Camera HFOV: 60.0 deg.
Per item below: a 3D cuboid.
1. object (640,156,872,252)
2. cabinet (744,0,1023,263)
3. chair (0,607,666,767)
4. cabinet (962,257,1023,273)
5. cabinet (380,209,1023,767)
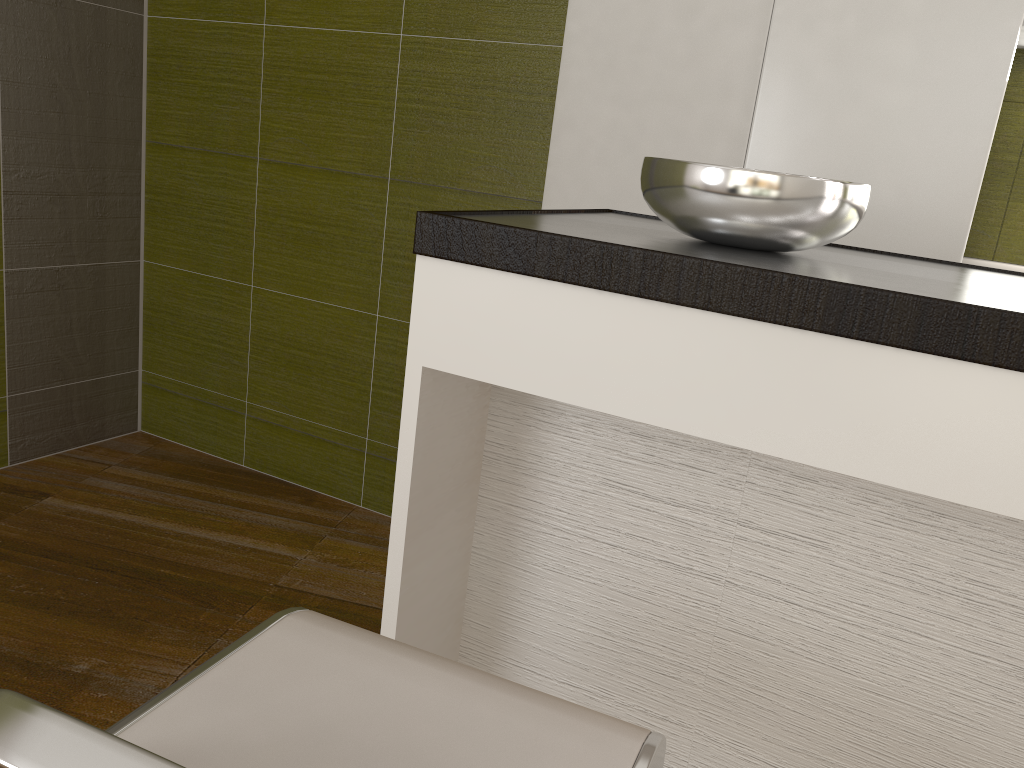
[{"bbox_3d":[0.332,-0.248,1.250,0.311,0.105,0.311,19,19,37],"label":"object"},{"bbox_3d":[2.251,-0.025,1.872,3.471,2.089,0.724,14,16,24],"label":"cabinet"},{"bbox_3d":[-0.147,0.600,0.795,0.418,0.857,0.460,13,16,20],"label":"chair"},{"bbox_3d":[2.368,0.537,1.784,2.940,1.086,0.465,14,16,24],"label":"cabinet"},{"bbox_3d":[1.262,0.599,0.929,2.947,1.134,0.663,14,16,24],"label":"cabinet"}]
